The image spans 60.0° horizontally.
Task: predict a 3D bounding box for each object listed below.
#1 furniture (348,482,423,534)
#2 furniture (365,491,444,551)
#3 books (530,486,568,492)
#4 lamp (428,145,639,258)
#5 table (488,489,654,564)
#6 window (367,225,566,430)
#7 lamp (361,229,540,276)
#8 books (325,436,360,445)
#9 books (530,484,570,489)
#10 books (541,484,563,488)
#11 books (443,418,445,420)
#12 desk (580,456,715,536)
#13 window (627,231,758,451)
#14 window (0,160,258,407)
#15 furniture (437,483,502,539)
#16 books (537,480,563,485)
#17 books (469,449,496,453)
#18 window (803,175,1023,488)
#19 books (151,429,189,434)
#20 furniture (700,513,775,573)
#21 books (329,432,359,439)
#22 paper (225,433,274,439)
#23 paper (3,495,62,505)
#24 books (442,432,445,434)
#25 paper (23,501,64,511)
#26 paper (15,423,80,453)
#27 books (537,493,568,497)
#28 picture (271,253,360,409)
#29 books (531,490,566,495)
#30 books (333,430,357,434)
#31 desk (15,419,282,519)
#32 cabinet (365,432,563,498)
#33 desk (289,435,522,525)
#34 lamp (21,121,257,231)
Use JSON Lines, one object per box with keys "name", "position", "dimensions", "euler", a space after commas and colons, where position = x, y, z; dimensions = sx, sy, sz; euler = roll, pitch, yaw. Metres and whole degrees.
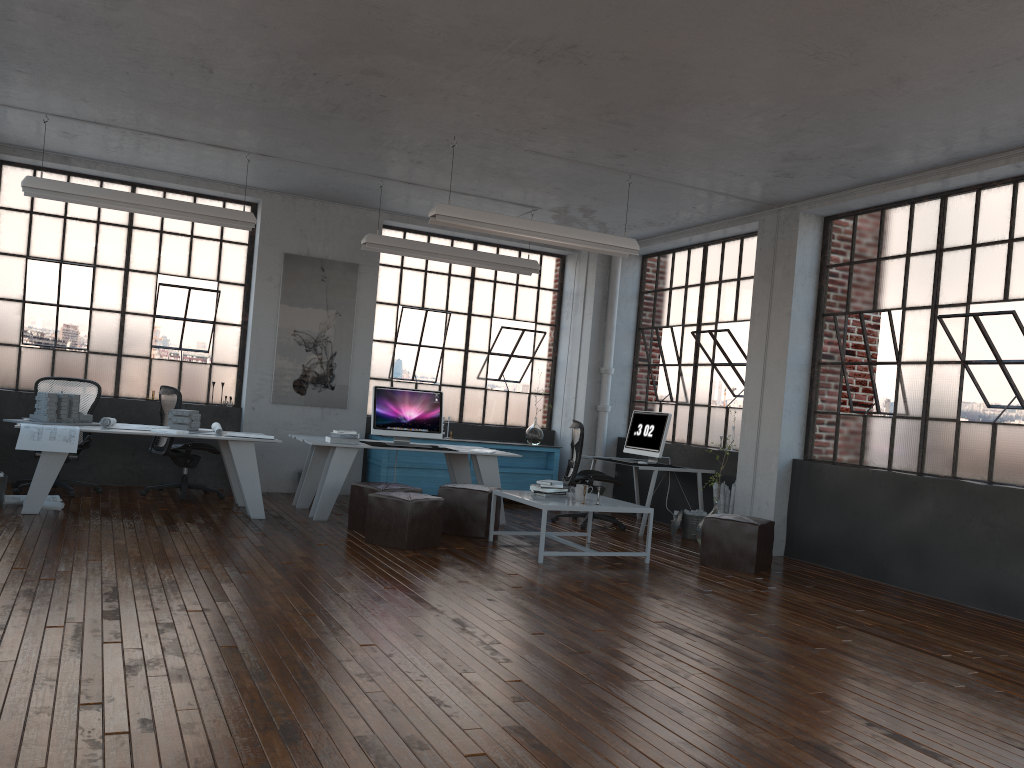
{"name": "furniture", "position": [-1.092, 1.073, 7.629], "dimensions": [0.479, 0.439, 0.480], "euler": [4, -1, 44]}
{"name": "furniture", "position": [-0.855, 1.084, 7.063], "dimensions": [0.470, 0.431, 0.471], "euler": [4, -1, 34]}
{"name": "books", "position": [0.309, 0.881, 7.456], "dimensions": [0.200, 0.031, 0.272], "euler": [4, -2, 40]}
{"name": "lamp", "position": [0.241, -1.500, 7.323], "dimensions": [1.879, 0.628, 0.202], "euler": [5, 0, -25]}
{"name": "table", "position": [0.470, 1.173, 7.356], "dimensions": [0.992, 0.445, 0.971], "euler": [5, -1, -25]}
{"name": "window", "position": [-0.545, -0.637, 10.982], "dimensions": [2.593, 2.391, 0.669], "euler": [5, 0, -25]}
{"name": "lamp", "position": [-0.581, -1.327, 8.922], "dimensions": [1.879, 0.205, 0.202], "euler": [6, -1, -25]}
{"name": "books", "position": [-1.574, 0.523, 8.221], "dimensions": [0.272, 0.050, 0.200], "euler": [5, -1, -25]}
{"name": "books", "position": [0.320, 0.864, 7.457], "dimensions": [0.275, 0.014, 0.199], "euler": [6, -2, -25]}
{"name": "books", "position": [0.335, 0.849, 7.429], "dimensions": [0.184, 0.026, 0.125], "euler": [5, -1, 5]}
{"name": "books", "position": [-0.961, 0.401, 10.473], "dimensions": [0.288, 0.016, 0.182], "euler": [6, -1, -25]}
{"name": "desk", "position": [1.384, 1.184, 9.479], "dimensions": [0.934, 0.688, 1.226], "euler": [5, -1, -25]}
{"name": "window", "position": [2.075, -0.439, 9.900], "dimensions": [0.670, 2.391, 2.588], "euler": [5, -1, -25]}
{"name": "window", "position": [-4.071, -0.977, 9.326], "dimensions": [2.593, 2.391, 0.669], "euler": [5, 0, -25]}
{"name": "furniture", "position": [-0.386, 1.131, 7.962], "dimensions": [0.502, 0.460, 0.504], "euler": [5, -1, 13]}
{"name": "books", "position": [0.317, 0.824, 7.422], "dimensions": [0.141, 0.026, 0.202], "euler": [4, -2, 35]}
{"name": "books", "position": [-0.285, 0.661, 8.741], "dimensions": [0.205, 0.019, 0.243], "euler": [5, -1, 15]}
{"name": "window", "position": [3.374, -0.396, 7.112], "dimensions": [0.670, 2.391, 2.588], "euler": [5, -1, -25]}
{"name": "books", "position": [-2.933, 0.406, 7.610], "dimensions": [0.235, 0.024, 0.200], "euler": [5, -1, 11]}
{"name": "furniture", "position": [1.881, 1.329, 7.395], "dimensions": [0.502, 0.460, 0.504], "euler": [4, -1, 32]}
{"name": "books", "position": [-1.548, 0.477, 8.206], "dimensions": [0.257, 0.044, 0.193], "euler": [5, -1, -5]}
{"name": "paper", "position": [-2.350, 0.465, 7.963], "dimensions": [0.429, 0.001, 0.484], "euler": [5, -1, -14]}
{"name": "paper", "position": [-4.035, 0.982, 7.452], "dimensions": [0.467, 0.094, 0.113], "euler": [6, -1, -40]}
{"name": "books", "position": [-0.977, 0.567, 10.474], "dimensions": [0.331, 0.025, 0.176], "euler": [6, -1, -25]}
{"name": "paper", "position": [-3.872, 1.001, 7.320], "dimensions": [0.341, 0.068, 0.083], "euler": [5, -1, 0]}
{"name": "paper", "position": [-3.668, 0.426, 7.008], "dimensions": [0.440, 0.183, 0.434], "euler": [5, -1, -26]}
{"name": "books", "position": [0.338, 0.930, 7.459], "dimensions": [0.218, 0.028, 0.171], "euler": [5, -1, -25]}
{"name": "picture", "position": [-2.181, -0.576, 9.864], "dimensions": [0.854, 1.650, 0.025], "euler": [5, 0, -25]}
{"name": "books", "position": [0.305, 0.904, 7.456], "dimensions": [0.274, 0.025, 0.210], "euler": [5, -1, -5]}
{"name": "books", "position": [-1.550, 0.446, 8.220], "dimensions": [0.185, 0.030, 0.153], "euler": [5, -1, -24]}
{"name": "desk", "position": [-3.184, 0.746, 7.787], "dimensions": [2.058, 0.697, 1.063], "euler": [5, -1, -25]}
{"name": "cabinet", "position": [-0.569, 1.029, 10.540], "dimensions": [2.264, 0.733, 0.626], "euler": [5, -1, -25]}
{"name": "desk", "position": [-1.090, 0.950, 8.771], "dimensions": [2.079, 0.704, 1.074], "euler": [5, -1, -25]}
{"name": "lamp", "position": [-3.171, -1.801, 7.697], "dimensions": [1.879, 0.628, 0.202], "euler": [5, 0, -25]}
